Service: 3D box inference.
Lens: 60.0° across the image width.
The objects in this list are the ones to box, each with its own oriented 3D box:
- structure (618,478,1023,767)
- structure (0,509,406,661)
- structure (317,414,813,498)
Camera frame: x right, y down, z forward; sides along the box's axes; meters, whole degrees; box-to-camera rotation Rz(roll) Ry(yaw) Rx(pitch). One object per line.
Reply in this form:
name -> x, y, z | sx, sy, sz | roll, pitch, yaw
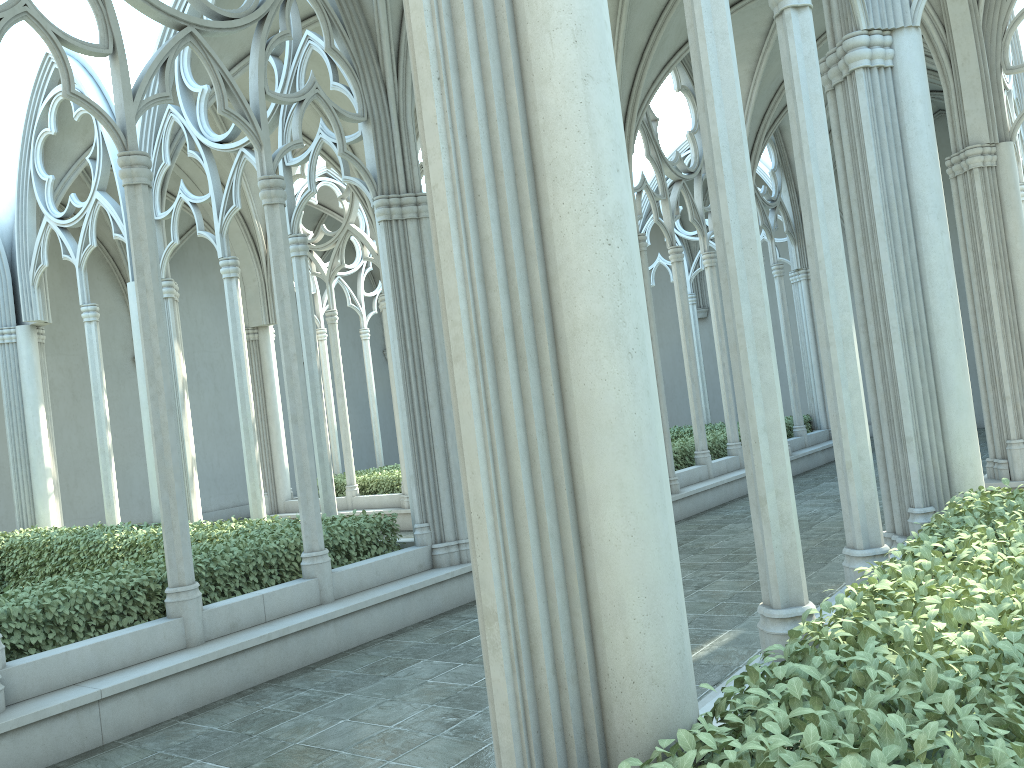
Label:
structure -> 3.837, 0.814, 0.339 | 7.995, 0.963, 8.018 | -8, -2, 37
structure -> -6.562, 2.347, 8.118 | 7.995, 0.963, 8.018 | -8, -2, 37
structure -> 1.189, 1.714, 18.616 | 7.995, 0.963, 8.018 | -8, -2, 37
